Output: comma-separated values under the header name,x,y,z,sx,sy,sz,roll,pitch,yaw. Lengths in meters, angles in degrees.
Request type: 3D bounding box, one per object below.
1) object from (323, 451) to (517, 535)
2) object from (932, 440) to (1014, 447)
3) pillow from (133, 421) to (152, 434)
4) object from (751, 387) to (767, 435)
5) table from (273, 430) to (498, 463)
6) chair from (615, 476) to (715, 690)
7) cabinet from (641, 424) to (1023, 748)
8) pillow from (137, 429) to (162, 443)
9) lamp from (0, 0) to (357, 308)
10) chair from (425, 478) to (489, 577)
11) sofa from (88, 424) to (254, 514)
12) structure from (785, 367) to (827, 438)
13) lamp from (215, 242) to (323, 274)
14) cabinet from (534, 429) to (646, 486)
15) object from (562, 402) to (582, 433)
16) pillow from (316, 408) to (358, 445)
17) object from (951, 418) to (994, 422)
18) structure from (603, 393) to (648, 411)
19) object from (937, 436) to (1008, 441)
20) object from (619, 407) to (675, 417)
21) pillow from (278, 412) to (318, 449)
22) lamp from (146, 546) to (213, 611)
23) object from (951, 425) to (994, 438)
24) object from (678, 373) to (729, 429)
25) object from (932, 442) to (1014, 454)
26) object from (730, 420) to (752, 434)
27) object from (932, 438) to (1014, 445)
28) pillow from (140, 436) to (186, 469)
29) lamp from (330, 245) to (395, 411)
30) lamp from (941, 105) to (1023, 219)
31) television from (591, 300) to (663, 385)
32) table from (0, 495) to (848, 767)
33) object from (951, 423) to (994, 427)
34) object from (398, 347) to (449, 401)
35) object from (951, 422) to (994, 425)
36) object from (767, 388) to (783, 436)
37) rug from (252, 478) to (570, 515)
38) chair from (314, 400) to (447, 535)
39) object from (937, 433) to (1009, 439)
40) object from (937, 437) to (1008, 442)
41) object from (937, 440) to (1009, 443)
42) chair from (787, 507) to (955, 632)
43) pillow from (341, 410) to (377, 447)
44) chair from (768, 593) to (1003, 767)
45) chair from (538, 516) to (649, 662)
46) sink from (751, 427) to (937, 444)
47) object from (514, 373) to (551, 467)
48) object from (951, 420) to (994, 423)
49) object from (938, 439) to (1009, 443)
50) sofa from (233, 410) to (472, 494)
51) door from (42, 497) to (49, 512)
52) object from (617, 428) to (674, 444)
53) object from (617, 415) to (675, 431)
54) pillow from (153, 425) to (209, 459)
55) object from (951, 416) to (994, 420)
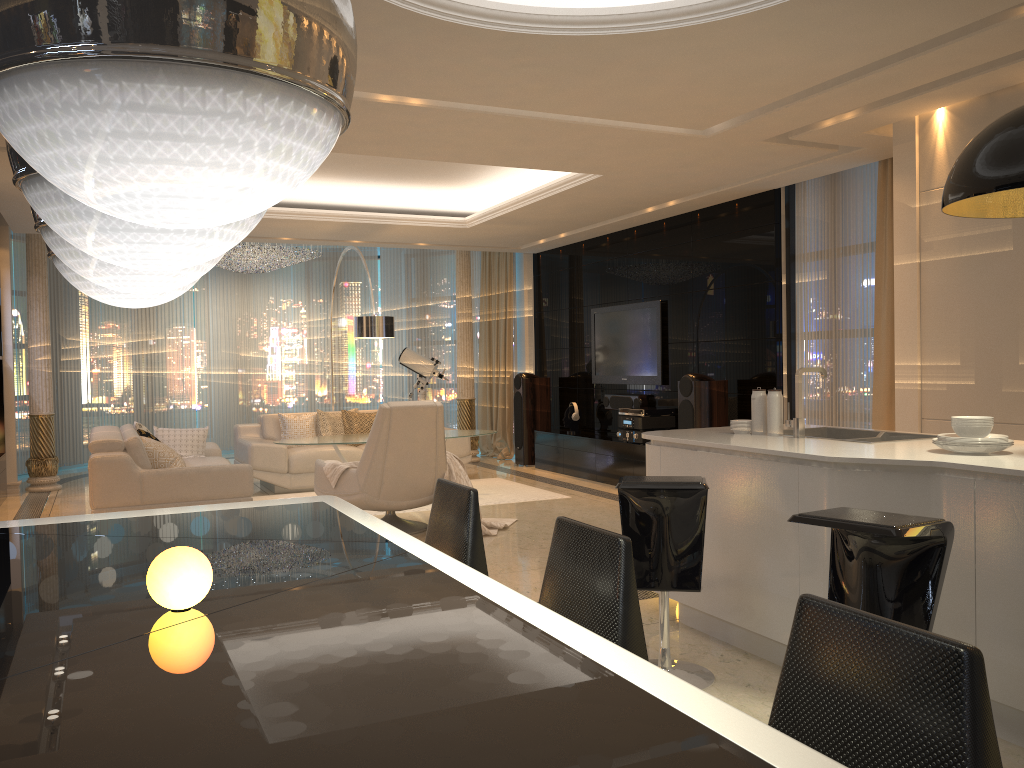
name,x,y,z,sx,sy,sz,roll,pitch,yaw
object,-0.705,0.799,6.733,1.347,0.580,0.972,-1,1,12
object,1.667,0.225,3.211,0.264,0.033,0.264,0,2,34
pillow,-3.191,0.521,7.825,0.255,0.399,0.526,-2,1,-25
object,1.155,0.126,4.143,0.071,0.219,0.071,-2,2,-34
table,-1.128,0.769,8.272,2.140,0.565,0.999,-2,1,-26
chair,0.592,0.754,3.464,0.380,0.789,0.380,-1,1,8
cabinet,1.835,0.695,2.924,1.046,0.887,3.752,-2,1,-25
pillow,-2.959,0.540,7.428,0.323,0.355,0.524,-2,1,-24
lamp,-0.686,-0.798,1.625,0.408,1.226,1.827,-2,1,-25
chair,-0.377,0.754,2.781,0.496,0.858,0.523,-2,1,-25
sofa,-2.939,0.744,7.508,1.145,0.754,2.328,-2,1,-25
structure,1.319,0.081,3.969,0.177,0.310,0.089,-2,1,-25
lamp,-3.405,-1.774,11.533,2.109,0.685,2.109,-1,1,20
cabinet,1.055,0.783,9.244,0.416,0.444,2.842,-2,1,-25
object,0.694,0.381,10.029,0.197,0.343,0.197,0,2,30
pillow,-1.871,0.472,9.524,0.288,0.429,0.587,0,2,40
object,1.665,0.151,3.209,0.138,0.051,0.138,-1,1,23
structure,1.184,0.195,9.313,0.107,0.179,0.745,-2,1,-25
object,1.667,0.199,3.211,0.229,0.016,0.229,-1,1,5
object,1.314,0.274,8.680,0.371,0.070,0.441,-2,1,-25
pillow,-2.220,0.485,9.330,0.463,0.380,0.222,-2,1,-20
lamp,-0.667,0.389,1.782,0.125,0.125,0.125,0,1,26
object,1.666,0.174,3.210,0.138,0.051,0.138,-1,1,23
object,1.696,0.466,7.691,0.468,1.127,0.285,-2,1,-25
object,1.667,0.231,3.211,0.264,0.033,0.264,0,2,34
object,1.093,0.204,4.209,0.111,0.062,0.111,-1,1,-4
object,1.667,0.219,3.211,0.264,0.033,0.264,0,2,34
pillow,-2.757,0.581,7.018,0.351,0.329,0.521,-2,1,-25
lamp,-1.676,-0.208,9.387,0.393,2.519,2.009,-2,1,-25
lamp,1.761,-1.037,2.832,0.710,0.898,0.710,-1,1,-14
television,1.198,-0.415,9.324,0.055,0.839,1.358,-2,1,-25
table,-0.613,0.832,1.710,1.293,0.759,3.031,-2,1,-25
object,1.666,0.168,3.209,0.138,0.051,0.138,-1,1,23
object,-1.120,0.263,11.291,0.616,1.471,0.570,-2,1,-19
object,1.666,0.163,3.209,0.138,0.051,0.138,-1,1,23
object,1.200,0.127,4.046,0.071,0.219,0.071,0,2,42
rug,-1.095,1.063,8.280,2.900,0.020,1.661,-2,1,-25
chair,-0.873,0.607,6.594,1.027,0.991,0.983,-2,1,-26
object,1.666,0.194,3.211,0.229,0.016,0.229,-1,1,5
object,1.667,0.203,3.211,0.229,0.016,0.229,-1,1,5
object,1.667,0.212,3.211,0.229,0.016,0.229,-1,1,5
chair,1.050,0.766,2.571,0.380,0.789,0.380,-2,2,-42
pillow,-1.551,0.459,9.591,0.575,0.436,0.301,-2,1,-19
chair,0.344,0.777,1.224,0.496,0.858,0.523,-2,1,-25
chair,-0.013,0.766,1.994,0.496,0.858,0.523,-2,1,-25
sink,1.525,0.303,4.038,0.485,0.152,0.738,-2,1,-25
object,0.278,0.421,10.752,0.468,1.127,0.285,-2,1,-25
object,1.666,0.157,3.209,0.138,0.051,0.138,-1,1,23
object,1.667,0.208,3.211,0.229,0.016,0.229,-1,1,5
sofa,-1.708,0.674,9.508,2.328,0.754,1.145,-2,1,-25
door,-0.248,-5.840,4.160,83.408,24.296,83.408,-1,1,-3
object,1.293,0.505,8.676,0.419,0.130,0.446,-2,1,-25
object,1.296,0.374,8.676,0.407,0.130,0.446,-2,1,-25
pillow,-3.080,0.538,8.195,0.521,0.325,0.281,-1,1,-15
object,1.665,0.145,3.209,0.138,0.051,0.138,-1,1,23
